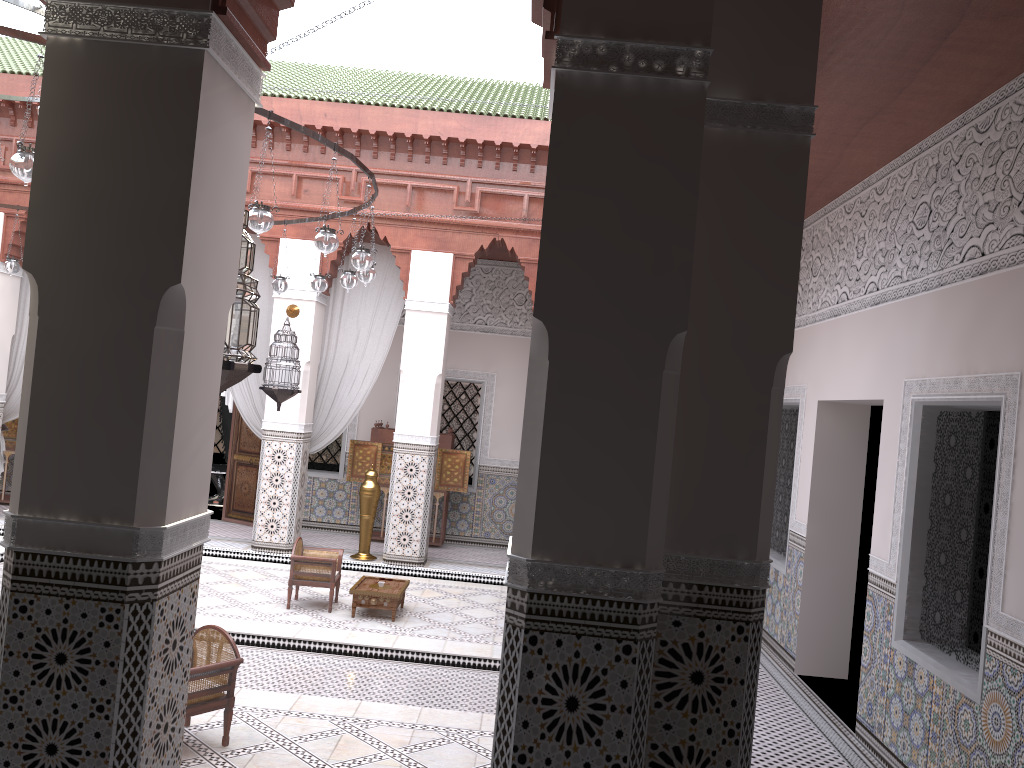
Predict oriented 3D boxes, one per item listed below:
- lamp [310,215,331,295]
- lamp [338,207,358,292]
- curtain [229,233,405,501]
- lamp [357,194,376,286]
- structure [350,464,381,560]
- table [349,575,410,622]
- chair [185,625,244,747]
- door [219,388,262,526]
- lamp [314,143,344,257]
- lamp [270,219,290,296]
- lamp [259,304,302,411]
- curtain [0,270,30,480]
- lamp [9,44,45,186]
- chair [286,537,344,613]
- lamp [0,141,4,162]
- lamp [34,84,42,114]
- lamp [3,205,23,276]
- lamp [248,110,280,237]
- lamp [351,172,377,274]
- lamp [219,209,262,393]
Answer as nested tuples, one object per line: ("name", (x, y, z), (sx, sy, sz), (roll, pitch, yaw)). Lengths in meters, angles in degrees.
("lamp", (-0.870, -0.593, 4.100), (0.091, 0.371, 0.090), (5, -1, 1))
("lamp", (-0.686, -0.581, 3.848), (0.091, 0.371, 0.090), (5, -1, 16))
("curtain", (-1.276, -0.002, 5.311), (1.304, 1.761, 0.048), (5, -1, 1))
("lamp", (-0.563, -0.575, 3.564), (0.091, 0.371, 0.090), (5, -1, 26))
("structure", (-0.829, 0.731, 5.109), (0.156, 0.539, 0.156), (5, -1, 7))
("table", (-0.615, 0.992, 4.122), (0.229, 0.142, 0.330), (5, -1, 1))
("chair", (-0.917, 0.842, 2.459), (0.263, 0.313, 0.208), (5, -2, 37))
("door", (-2.180, 0.164, 6.050), (1.244, 1.461, 0.419), (5, -1, 1))
("lamp", (-0.576, -0.592, 2.852), (0.090, 0.371, 0.091), (6, -1, -14))
("lamp", (-1.105, -0.611, 4.303), (0.091, 0.371, 0.090), (5, -1, 1))
("lamp", (-1.274, -0.156, 4.952), (0.216, 0.618, 0.217), (5, -1, 1))
("curtain", (-3.126, -0.176, 5.372), (1.304, 1.761, 0.048), (5, -1, 1))
("lamp", (-1.165, -0.663, 2.142), (0.091, 0.371, 0.090), (5, -1, 16))
("chair", (-0.912, 0.878, 4.126), (0.208, 0.313, 0.263), (5, -1, -3))
("lamp", (-2.286, -1.092, 3.911), (0.090, 0.371, 0.091), (4, -2, 41))
("lamp", (-1.526, -1.040, 2.952), (0.091, 0.371, 0.090), (7, -2, -44))
("lamp", (-2.587, -0.745, 4.622), (0.091, 0.371, 0.090), (7, -2, -44))
("lamp", (-0.712, -0.611, 2.575), (0.090, 0.371, 0.091), (6, -1, -14))
("lamp", (-0.518, -0.579, 3.190), (0.090, 0.371, 0.091), (6, -1, -14))
("lamp", (-0.572, -0.195, 1.658), (0.216, 0.552, 0.221), (5, -1, 1))
